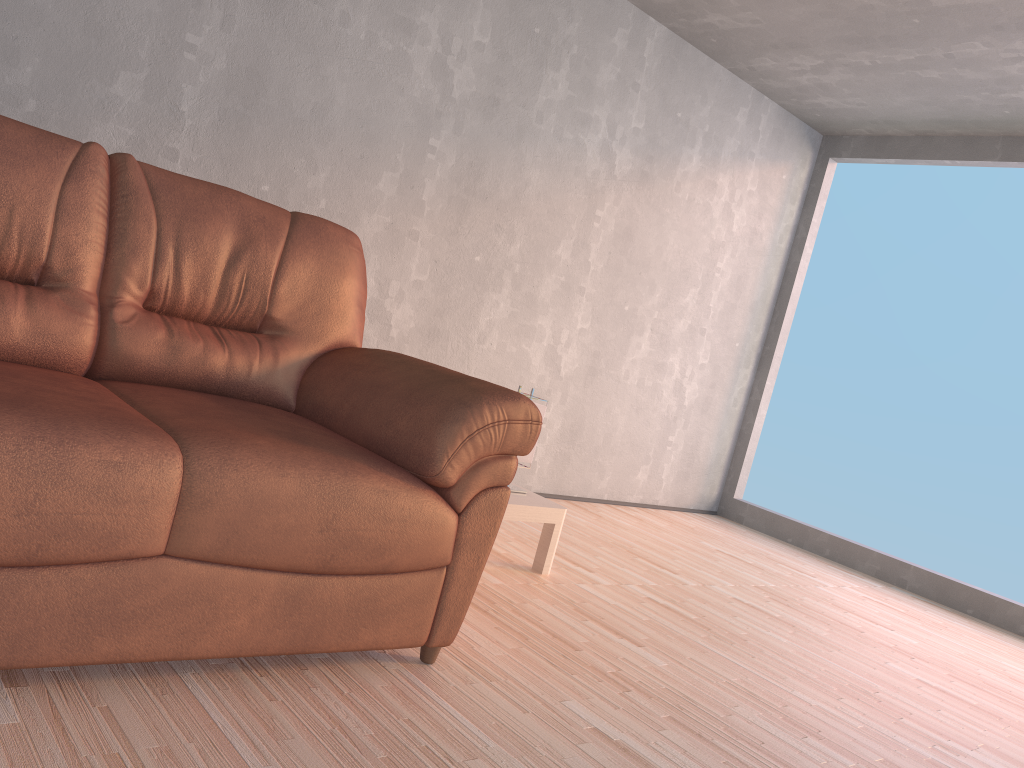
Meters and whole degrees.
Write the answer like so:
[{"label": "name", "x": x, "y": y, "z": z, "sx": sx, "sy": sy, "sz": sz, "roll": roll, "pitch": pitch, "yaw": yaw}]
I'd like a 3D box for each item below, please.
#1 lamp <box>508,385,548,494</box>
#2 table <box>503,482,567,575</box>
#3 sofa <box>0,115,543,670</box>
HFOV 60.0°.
[{"label": "lamp", "x": 0.005, "y": 0.192, "z": 3.179, "sx": 0.140, "sy": 0.376, "sz": 0.140, "roll": 12, "pitch": 4, "yaw": -42}, {"label": "table", "x": -0.200, "y": 0.455, "z": 3.131, "sx": 0.548, "sy": 0.241, "sz": 0.548, "roll": 12, "pitch": 4, "yaw": -42}, {"label": "sofa", "x": -1.038, "y": -0.087, "z": 1.695, "sx": 2.202, "sy": 0.923, "sz": 0.981, "roll": 12, "pitch": 4, "yaw": -42}]
